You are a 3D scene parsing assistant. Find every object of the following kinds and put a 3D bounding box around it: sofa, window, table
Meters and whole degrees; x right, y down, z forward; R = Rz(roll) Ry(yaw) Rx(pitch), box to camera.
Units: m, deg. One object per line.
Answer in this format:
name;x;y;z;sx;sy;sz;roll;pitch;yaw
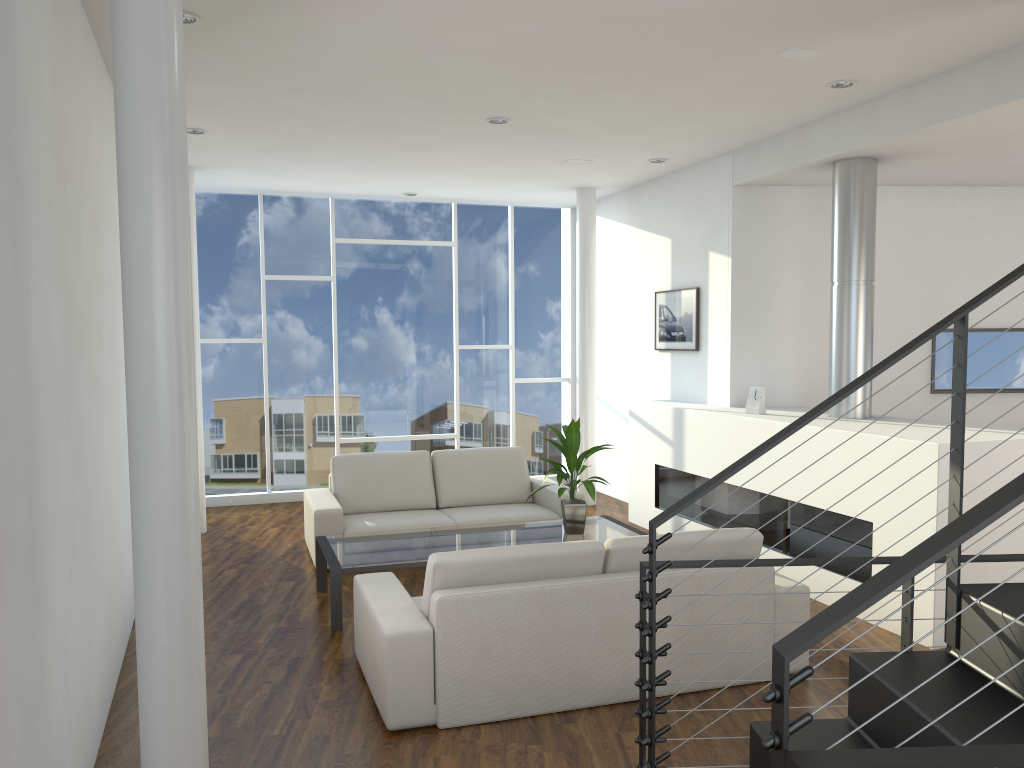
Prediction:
sofa;0.240;0.814;3.444;1.610;0.566;0.801;-1;3;-18
sofa;-0.435;0.719;5.467;1.610;0.566;0.801;-1;3;-18
window;-1.070;-1.866;7.133;3.414;5.646;0.090;-2;5;-19
table;-0.131;0.912;4.442;1.608;0.285;0.660;-1;3;-18
window;3.637;-0.156;5.679;2.024;0.408;0.165;-1;4;-3

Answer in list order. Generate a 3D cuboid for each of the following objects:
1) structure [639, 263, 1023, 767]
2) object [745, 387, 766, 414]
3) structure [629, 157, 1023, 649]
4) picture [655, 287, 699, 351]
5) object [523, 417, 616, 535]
structure;2.293;0.693;1.817;4.361;6.309;1.092;-1;4;-3
object;1.385;0.093;5.034;0.061;0.151;0.100;-3;5;-32
structure;1.612;-0.083;4.949;0.750;2.210;2.746;-2;4;-19
picture;1.125;-0.438;6.087;0.020;0.416;0.574;-2;4;-19
object;0.327;0.461;4.518;0.431;0.602;0.457;-3;5;-33
